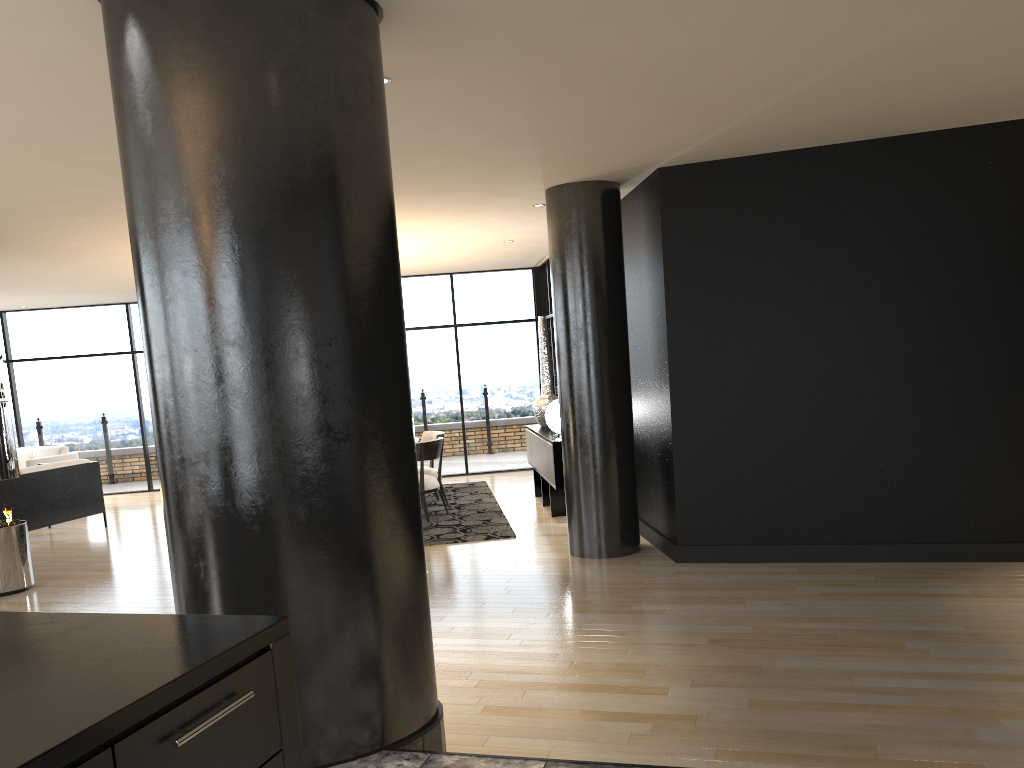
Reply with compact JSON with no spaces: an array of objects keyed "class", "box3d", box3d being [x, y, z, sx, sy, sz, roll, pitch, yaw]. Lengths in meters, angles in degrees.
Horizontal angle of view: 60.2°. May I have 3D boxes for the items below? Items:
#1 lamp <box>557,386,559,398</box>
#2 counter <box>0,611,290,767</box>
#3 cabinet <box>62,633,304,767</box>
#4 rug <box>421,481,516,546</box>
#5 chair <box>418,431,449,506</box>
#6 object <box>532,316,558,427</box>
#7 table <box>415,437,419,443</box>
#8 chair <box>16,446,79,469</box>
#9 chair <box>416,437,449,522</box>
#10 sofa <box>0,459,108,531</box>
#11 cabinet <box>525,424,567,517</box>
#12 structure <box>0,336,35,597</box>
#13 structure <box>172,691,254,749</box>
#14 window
[{"class":"lamp","box3d":[0.534,0.246,8.912,0.132,0.470,0.123,-2,7,17]},{"class":"counter","box3d":[-1.428,0.559,0.354,1.181,0.032,3.088,-4,2,17]},{"class":"cabinet","box3d":[-1.389,1.094,0.419,1.181,1.046,3.088,-3,2,17]},{"class":"rug","box3d":[-1.503,1.388,9.327,2.715,0.011,3.698,-4,2,-6]},{"class":"chair","box3d":[-1.017,0.943,9.617,0.614,0.813,0.639,-6,5,-19]},{"class":"object","box3d":[0.371,-0.139,9.749,0.344,1.220,0.340,-4,6,4]},{"class":"table","box3d":[-1.538,1.010,9.218,1.208,0.775,2.091,-4,2,-4]},{"class":"chair","box3d":[-6.228,1.259,11.301,1.002,0.864,0.846,-3,4,17]},{"class":"chair","box3d":[-0.980,0.961,8.824,0.617,0.813,0.636,-2,5,23]},{"class":"sofa","box3d":[-5.245,1.273,8.989,0.839,0.810,2.014,-3,3,17]},{"class":"cabinet","box3d":[0.581,0.858,9.099,0.610,0.772,2.222,-5,2,-5]},{"class":"structure","box3d":[-4.334,0.286,6.819,0.893,2.768,0.580,-4,7,5]},{"class":"structure","box3d":[-1.142,0.613,0.277,0.656,1.026,2.753,-3,3,17]},{"class":"window","box3d":[-4.811,-0.665,4.840,10.129,4.825,15.768,-4,2,4]}]
